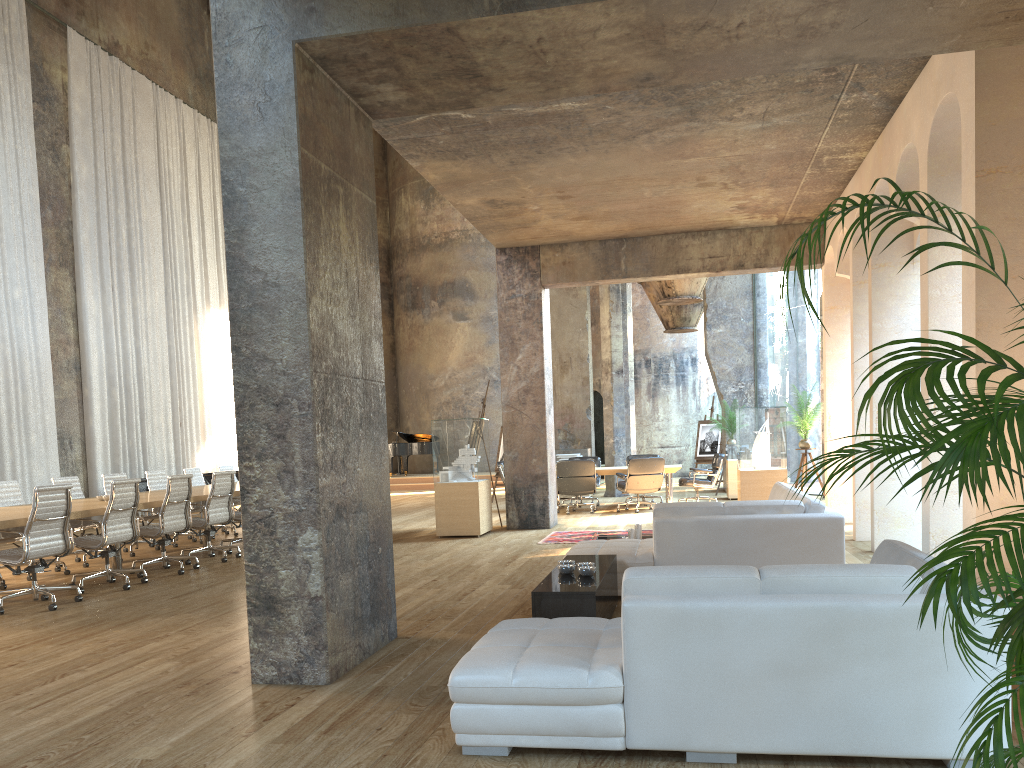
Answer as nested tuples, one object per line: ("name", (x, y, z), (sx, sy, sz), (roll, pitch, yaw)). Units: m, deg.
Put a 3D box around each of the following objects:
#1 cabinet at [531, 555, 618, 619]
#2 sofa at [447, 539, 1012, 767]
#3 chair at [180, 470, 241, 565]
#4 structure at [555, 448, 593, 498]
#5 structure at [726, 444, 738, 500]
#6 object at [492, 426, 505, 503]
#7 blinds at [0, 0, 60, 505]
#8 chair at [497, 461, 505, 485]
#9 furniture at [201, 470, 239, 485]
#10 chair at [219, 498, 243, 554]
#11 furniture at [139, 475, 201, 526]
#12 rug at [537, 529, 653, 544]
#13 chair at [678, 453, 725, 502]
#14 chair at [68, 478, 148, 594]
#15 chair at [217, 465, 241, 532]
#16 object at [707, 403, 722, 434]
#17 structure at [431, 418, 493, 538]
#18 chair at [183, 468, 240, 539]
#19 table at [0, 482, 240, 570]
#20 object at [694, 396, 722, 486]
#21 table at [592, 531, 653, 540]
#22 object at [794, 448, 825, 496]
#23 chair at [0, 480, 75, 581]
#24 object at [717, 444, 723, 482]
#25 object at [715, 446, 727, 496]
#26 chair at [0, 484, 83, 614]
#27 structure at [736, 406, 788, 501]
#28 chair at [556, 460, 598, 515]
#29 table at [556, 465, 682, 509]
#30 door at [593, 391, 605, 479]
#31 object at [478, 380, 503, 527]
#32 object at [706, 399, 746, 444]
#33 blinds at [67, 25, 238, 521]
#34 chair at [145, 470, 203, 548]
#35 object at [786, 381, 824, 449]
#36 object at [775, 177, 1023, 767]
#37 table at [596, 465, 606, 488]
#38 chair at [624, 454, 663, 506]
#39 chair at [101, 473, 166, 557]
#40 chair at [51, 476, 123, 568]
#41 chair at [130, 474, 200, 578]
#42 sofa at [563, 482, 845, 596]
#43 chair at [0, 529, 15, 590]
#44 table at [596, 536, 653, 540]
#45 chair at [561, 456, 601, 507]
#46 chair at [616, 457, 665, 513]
("cabinet", (0.436, 1.413, 5.785), (0.396, 0.371, 1.556), (-2, -3, 11))
("sofa", (0.844, 1.091, 3.764), (2.069, 0.725, 1.067), (-3, -1, 11))
("chair", (-3.518, 1.516, 10.055), (0.700, 1.032, 0.661), (-2, 2, 20))
("structure", (1.250, 1.852, 18.171), (0.744, 1.021, 0.731), (-2, 1, 11))
("structure", (4.346, 1.604, 16.218), (0.735, 1.021, 0.739), (-2, 1, 11))
("object", (0.013, 1.330, 17.665), (0.701, 2.160, 0.680), (1, 5, 43))
("blinds", (-8.452, -2.134, 10.711), (0.275, 8.696, 7.789), (-1, 1, 12))
("chair", (0.172, 1.780, 15.410), (0.821, 0.898, 0.726), (-2, 1, 7))
("furniture", (-5.727, 2.236, 18.504), (0.709, 0.845, 1.865), (-2, -2, 11))
("chair", (-3.345, 1.565, 10.916), (0.700, 1.032, 0.661), (-2, 2, 17))
("furniture", (-6.189, 2.104, 16.167), (0.709, 0.845, 1.865), (-2, -2, 11))
("rug", (1.624, 1.868, 10.836), (2.464, 0.009, 1.341), (-3, -4, 11))
("chair", (3.154, 1.623, 14.799), (0.821, 0.898, 0.726), (-2, 1, 6))
("chair", (-3.865, 1.416, 8.276), (0.699, 1.032, 0.661), (-2, 2, 15))
("chair", (-1.432, 1.641, 13.185), (12.962, 1.037, 31.391), (-3, -4, 11))
("object", (4.725, 0.882, 19.679), (0.688, 0.945, 0.854), (-1, 1, 32))
("structure", (-0.656, 1.250, 11.748), (0.595, 1.557, 0.738), (-2, 3, 11))
("chair", (-4.389, 1.731, 12.873), (0.699, 1.032, 0.661), (-2, 2, 15))
("table", (-4.145, 1.710, 10.659), (1.602, 0.762, 7.686), (-3, -4, 11))
("object", (4.720, 1.348, 20.857), (0.701, 2.160, 0.680), (1, 4, 40))
("table", (1.269, 1.650, 8.994), (0.860, 0.248, 0.368), (-3, -1, 11))
("object", (4.035, 1.384, 12.248), (0.656, 0.978, 0.569), (-3, 2, -25))
("chair", (-5.078, 1.531, 9.318), (0.699, 1.032, 0.661), (-2, 2, 11))
("object", (4.813, 1.832, 19.710), (0.658, 0.978, 0.567), (-2, 2, 5))
("object", (4.404, 1.689, 17.235), (0.655, 0.978, 0.570), (-4, 3, -43))
("chair", (-4.051, 1.364, 7.349), (0.700, 1.032, 0.661), (-2, 2, 17))
("structure", (3.368, 1.099, 11.877), (0.595, 1.557, 0.738), (-2, 3, 11))
("chair", (1.063, 1.685, 14.487), (0.730, 0.898, 0.818), (-2, 1, 5))
("table", (1.697, 1.794, 15.100), (2.412, 0.704, 1.100), (-3, -2, 11))
("door", (2.574, 1.498, 26.086), (0.110, 2.648, 0.900), (-5, 4, -37))
("object", (-0.515, 1.027, 12.605), (0.685, 2.160, 0.696), (-2, 3, 10))
("object", (4.229, 0.748, 17.276), (0.859, 0.946, 0.684), (-2, 1, 14))
("blinds", (-6.780, -1.658, 19.170), (0.275, 8.696, 7.789), (-1, 1, 12))
("chair", (-4.565, 1.681, 11.974), (0.700, 1.032, 0.661), (-2, 2, 17))
("object", (4.059, 0.428, 12.175), (0.688, 0.945, 0.856), (-2, 1, 2))
("object", (1.408, 0.416, 2.218), (1.403, 1.824, 1.348), (-2, 1, 17))
("table", (2.729, 2.222, 21.226), (1.872, 0.549, 0.937), (-3, -2, 11))
("chair", (2.343, 1.715, 15.738), (0.730, 0.898, 0.817), (-2, 1, 12))
("chair", (-4.736, 1.631, 11.094), (0.700, 1.032, 0.661), (-2, 2, 20))
("chair", (-4.909, 1.583, 10.233), (0.700, 1.032, 0.661), (-2, 2, 17))
("chair", (-3.690, 1.467, 9.175), (0.700, 1.032, 0.661), (-2, 2, 17))
("sofa", (1.655, 1.321, 7.877), (2.066, 0.725, 2.918), (-3, -3, 11))
("chair", (-5.243, 1.484, 8.480), (0.700, 1.032, 0.661), (-2, 2, 20))
("table", (1.198, 1.651, 8.635), (0.791, 0.203, 1.106), (-3, -3, 11))
("chair", (1.249, 1.772, 15.957), (0.730, 0.898, 0.817), (-2, 1, 18))
("chair", (2.060, 1.635, 14.319), (0.728, 0.898, 0.819), (-3, 1, -15))
